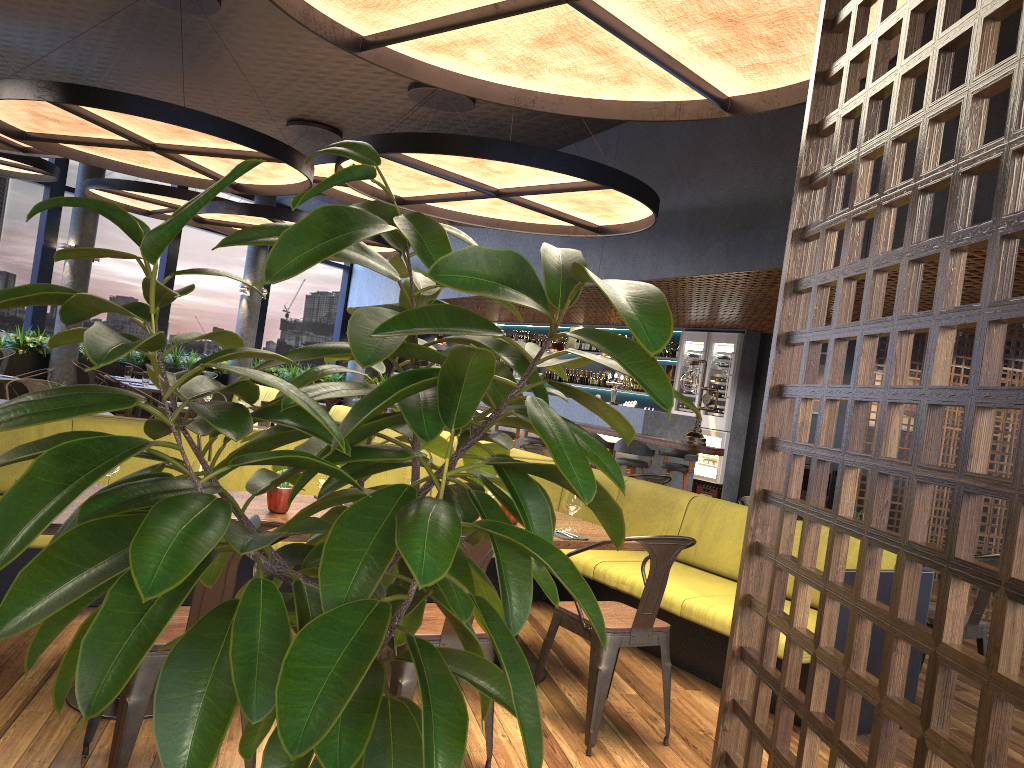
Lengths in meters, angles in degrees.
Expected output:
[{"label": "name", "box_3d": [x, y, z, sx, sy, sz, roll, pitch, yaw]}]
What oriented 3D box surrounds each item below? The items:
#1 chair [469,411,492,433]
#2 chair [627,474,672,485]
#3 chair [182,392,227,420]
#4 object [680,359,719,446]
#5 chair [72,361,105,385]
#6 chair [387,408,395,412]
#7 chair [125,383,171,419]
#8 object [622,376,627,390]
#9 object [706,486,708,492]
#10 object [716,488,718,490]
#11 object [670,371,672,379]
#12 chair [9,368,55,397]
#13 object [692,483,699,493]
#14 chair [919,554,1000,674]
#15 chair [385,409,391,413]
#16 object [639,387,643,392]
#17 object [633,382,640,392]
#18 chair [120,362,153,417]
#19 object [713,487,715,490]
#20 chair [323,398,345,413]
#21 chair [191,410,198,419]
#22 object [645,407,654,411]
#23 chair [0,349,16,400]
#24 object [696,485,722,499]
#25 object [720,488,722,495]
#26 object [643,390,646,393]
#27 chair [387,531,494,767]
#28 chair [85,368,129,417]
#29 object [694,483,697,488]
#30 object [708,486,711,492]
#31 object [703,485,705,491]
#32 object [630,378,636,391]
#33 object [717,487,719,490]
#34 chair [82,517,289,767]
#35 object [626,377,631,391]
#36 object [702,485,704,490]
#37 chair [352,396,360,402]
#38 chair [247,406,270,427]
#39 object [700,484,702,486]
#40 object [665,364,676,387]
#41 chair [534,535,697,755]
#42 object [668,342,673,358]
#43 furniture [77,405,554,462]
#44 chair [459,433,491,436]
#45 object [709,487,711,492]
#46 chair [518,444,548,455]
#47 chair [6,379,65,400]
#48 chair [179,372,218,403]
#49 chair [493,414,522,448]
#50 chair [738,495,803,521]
[{"label": "chair", "box_3d": [-0.530, 0.894, 13.106, 0.438, 1.048, 0.483, 8, 0, -4]}, {"label": "chair", "box_3d": [0.955, 1.146, 7.227, 0.504, 0.917, 0.541, 9, 0, -33]}, {"label": "chair", "box_3d": [-3.444, 0.516, 9.808, 0.504, 0.917, 0.541, 9, 0, -33]}, {"label": "object", "box_3d": [2.076, 0.198, 9.882, 0.263, 0.944, 0.566, 9, 0, -41]}, {"label": "chair", "box_3d": [-5.907, 0.169, 12.382, 0.541, 0.917, 0.504, 8, 0, -14]}, {"label": "chair", "box_3d": [-2.009, 0.690, 15.492, 0.483, 1.048, 0.438, 8, 0, 28]}, {"label": "chair", "box_3d": [-3.635, 0.483, 8.846, 0.541, 0.917, 0.504, 9, 0, -33]}, {"label": "object", "box_3d": [1.857, -0.036, 14.500, 0.079, 0.281, 0.079, 8, 0, -29]}, {"label": "object", "box_3d": [2.753, 1.549, 12.569, 0.056, 0.205, 0.056, 8, 0, 23]}, {"label": "object", "box_3d": [2.856, 1.563, 12.403, 0.056, 0.205, 0.056, 8, 0, -27]}, {"label": "object", "box_3d": [2.432, -0.010, 13.572, 0.091, 0.369, 0.092, 8, 0, 26]}, {"label": "chair", "box_3d": [-5.257, 0.249, 9.493, 0.541, 0.917, 0.504, 9, 0, -33]}, {"label": "object", "box_3d": [2.522, 1.538, 13.054, 0.277, 0.206, 0.416, 8, 0, -19]}, {"label": "chair", "box_3d": [2.431, 1.350, 4.990, 0.504, 0.917, 0.541, 9, 0, -33]}, {"label": "chair", "box_3d": [-2.342, 0.644, 15.985, 0.483, 1.048, 0.438, 8, 0, 28]}, {"label": "object", "box_3d": [2.058, 0.004, 14.014, 0.063, 0.254, 0.063, 8, 0, -30]}, {"label": "object", "box_3d": [1.993, 0.011, 14.139, 0.088, 0.224, 0.088, 8, 0, 26]}, {"label": "chair", "box_3d": [-6.385, 0.113, 14.995, 0.504, 0.917, 0.541, 8, 0, 31]}, {"label": "object", "box_3d": [2.847, 1.563, 12.546, 0.056, 0.205, 0.057, 8, 0, 12]}, {"label": "chair", "box_3d": [-2.755, 0.633, 12.817, 0.504, 0.917, 0.541, 9, 0, -33]}, {"label": "chair", "box_3d": [-2.432, 0.651, 7.270, 0.541, 0.917, 0.504, 9, 0, -33]}, {"label": "object", "box_3d": [2.183, 0.622, 13.880, 0.204, 0.492, 0.310, 9, 0, -33]}, {"label": "chair", "box_3d": [-7.643, -0.081, 12.977, 0.504, 0.917, 0.541, 8, 0, 21]}, {"label": "object", "box_3d": [2.855, 1.584, 12.595, 0.277, 0.206, 0.416, 8, 0, -30]}, {"label": "object", "box_3d": [2.933, 1.575, 12.526, 0.056, 0.205, 0.056, 8, 0, 33]}, {"label": "object", "box_3d": [2.121, 0.014, 14.063, 0.063, 0.254, 0.063, 8, 0, -5]}, {"label": "chair", "box_3d": [-0.298, 0.942, 3.352, 0.504, 0.917, 0.541, 9, 0, -33]}, {"label": "chair", "box_3d": [-5.082, 0.283, 11.065, 0.504, 0.917, 0.541, 8, 0, 34]}, {"label": "object", "box_3d": [2.673, 1.539, 12.934, 0.056, 0.205, 0.056, 8, 0, 44]}, {"label": "object", "box_3d": [2.806, 1.557, 12.603, 0.057, 0.205, 0.056, 8, 0, 22]}, {"label": "object", "box_3d": [2.726, 1.546, 12.631, 0.056, 0.205, 0.056, 9, 0, -42]}, {"label": "object", "box_3d": [1.936, 0.012, 14.271, 0.097, 0.206, 0.097, 8, 0, 25]}, {"label": "object", "box_3d": [2.929, 1.576, 12.670, 0.056, 0.205, 0.057, 8, 0, 32]}, {"label": "chair", "box_3d": [-1.043, 0.831, 2.859, 0.504, 0.917, 0.541, 9, 0, -33]}, {"label": "object", "box_3d": [1.908, -0.029, 14.422, 0.079, 0.281, 0.079, 8, 0, 36]}, {"label": "object", "box_3d": [2.741, 1.549, 12.717, 0.057, 0.205, 0.056, 8, 0, 7]}, {"label": "chair", "box_3d": [-2.825, 0.577, 16.650, 0.483, 1.048, 0.438, 8, 0, 28]}, {"label": "chair", "box_3d": [-2.248, 0.682, 8.133, 0.504, 0.917, 0.541, 9, 0, -33]}, {"label": "object", "box_3d": [2.690, 1.541, 12.684, 0.056, 0.205, 0.056, 8, 0, 33]}, {"label": "object", "box_3d": [2.477, -0.050, 13.512, 0.161, 0.475, 0.300, 9, 0, -34]}, {"label": "chair", "box_3d": [0.452, 1.055, 3.848, 0.504, 0.917, 0.541, 9, 0, -33]}, {"label": "object", "box_3d": [2.477, -0.521, 13.796, 0.063, 0.254, 0.063, 8, 0, -25]}, {"label": "furniture", "box_3d": [-1.774, 0.747, 6.656, 4.895, 0.914, 7.462, 9, 0, -38]}, {"label": "chair", "box_3d": [-0.496, 0.946, 9.495, 0.504, 0.917, 0.541, 9, 0, -33]}, {"label": "object", "box_3d": [2.789, 1.554, 12.513, 0.056, 0.205, 0.056, 8, 0, -2]}, {"label": "chair", "box_3d": [0.280, 1.053, 8.271, 0.504, 0.917, 0.541, 9, 0, -33]}, {"label": "chair", "box_3d": [-3.914, 0.434, 7.268, 0.504, 0.917, 0.541, 9, 0, -33]}, {"label": "chair", "box_3d": [-5.709, 0.218, 16.136, 0.504, 0.917, 0.541, 8, 0, 22]}, {"label": "chair", "box_3d": [-0.099, 0.954, 12.513, 0.483, 1.048, 0.438, 8, 0, 17]}, {"label": "chair", "box_3d": [1.766, 1.258, 6.017, 0.504, 0.917, 0.541, 9, 0, -33]}]
